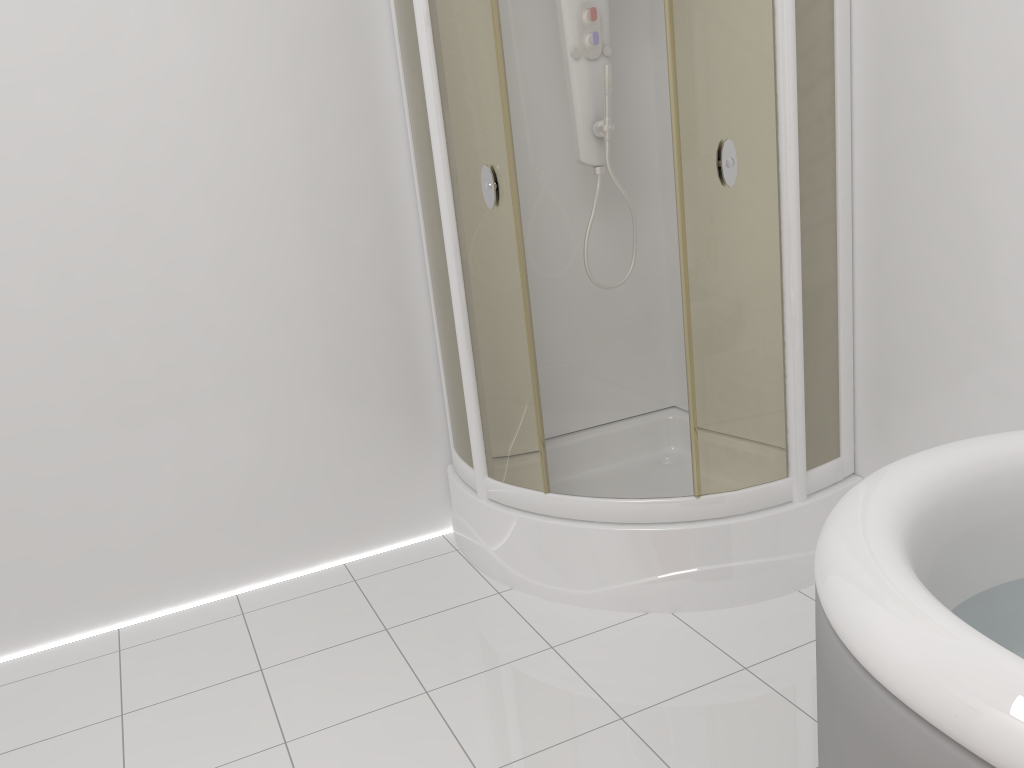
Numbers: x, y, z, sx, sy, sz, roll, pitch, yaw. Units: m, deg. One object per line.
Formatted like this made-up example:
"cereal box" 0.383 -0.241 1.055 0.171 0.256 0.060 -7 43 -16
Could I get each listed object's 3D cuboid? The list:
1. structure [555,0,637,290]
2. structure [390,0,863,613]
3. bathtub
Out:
"structure" 0.291 -0.914 2.476 0.201 1.343 0.358 -13 17 -22
"structure" 0.265 -0.570 2.392 0.932 2.234 0.933 -13 17 -22
"bathtub" 1.135 0.596 0.805 1.055 0.674 1.863 -13 17 -22
